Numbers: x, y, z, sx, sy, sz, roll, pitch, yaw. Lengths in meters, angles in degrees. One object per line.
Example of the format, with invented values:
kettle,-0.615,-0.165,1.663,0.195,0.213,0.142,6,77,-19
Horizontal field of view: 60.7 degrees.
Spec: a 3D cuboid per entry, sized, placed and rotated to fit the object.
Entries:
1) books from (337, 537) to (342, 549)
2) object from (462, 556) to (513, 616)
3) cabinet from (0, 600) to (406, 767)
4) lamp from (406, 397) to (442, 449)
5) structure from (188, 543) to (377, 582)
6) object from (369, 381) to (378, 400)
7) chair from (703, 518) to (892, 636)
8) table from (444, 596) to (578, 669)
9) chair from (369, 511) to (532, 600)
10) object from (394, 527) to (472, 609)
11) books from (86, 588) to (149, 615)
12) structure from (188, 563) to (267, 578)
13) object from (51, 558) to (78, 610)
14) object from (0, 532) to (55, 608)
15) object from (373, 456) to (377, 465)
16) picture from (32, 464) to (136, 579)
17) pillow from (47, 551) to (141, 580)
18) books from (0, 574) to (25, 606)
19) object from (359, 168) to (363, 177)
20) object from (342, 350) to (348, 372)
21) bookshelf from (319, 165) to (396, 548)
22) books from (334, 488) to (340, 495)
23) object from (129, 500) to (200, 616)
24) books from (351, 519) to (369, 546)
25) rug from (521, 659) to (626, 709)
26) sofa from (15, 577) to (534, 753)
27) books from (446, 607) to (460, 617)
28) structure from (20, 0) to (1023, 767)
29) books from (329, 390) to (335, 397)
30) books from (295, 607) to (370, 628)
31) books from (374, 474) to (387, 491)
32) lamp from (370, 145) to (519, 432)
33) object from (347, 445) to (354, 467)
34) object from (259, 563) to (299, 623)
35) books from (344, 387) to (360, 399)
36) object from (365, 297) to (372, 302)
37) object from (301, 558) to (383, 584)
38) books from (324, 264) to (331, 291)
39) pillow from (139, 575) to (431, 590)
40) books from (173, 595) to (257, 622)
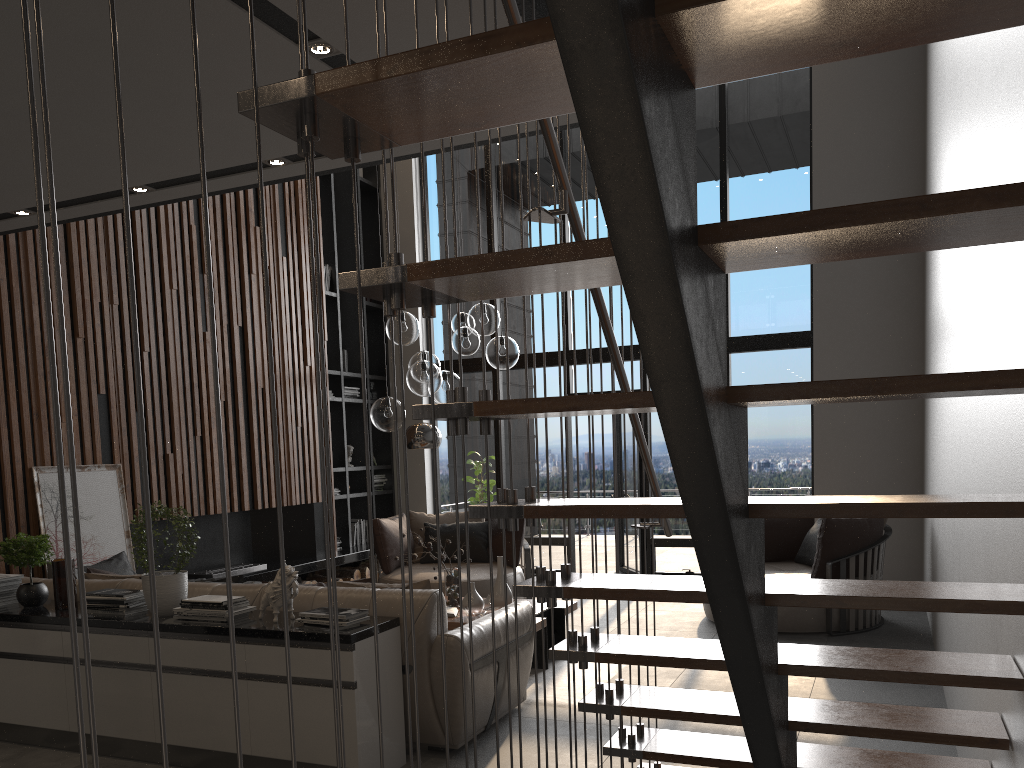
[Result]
books,-2.002,1.712,9.358,0.219,0.128,0.337,-3,-3,23
object,-0.151,1.356,5.883,0.316,0.402,0.317,-1,2,42
cabinet,-3.437,0.088,1.868,3.625,3.267,6.174,-2,-2,23
lamp,-0.745,0.946,8.293,0.320,2.354,2.022,-2,1,-1
structure,-2.653,1.885,7.447,0.668,0.461,6.504,-3,-4,23
object,-1.623,0.080,10.098,0.059,0.235,0.187,0,2,26
chair,2.319,1.473,7.178,1.446,0.907,1.474,-3,-2,40
table,-0.367,1.762,6.179,1.455,0.358,0.893,-4,-3,23
chair,-0.574,1.645,8.125,1.438,0.907,1.482,-1,-2,-40
object,-0.560,1.295,6.210,0.542,0.609,0.315,-2,3,-6
books,-2.035,1.117,4.481,0.326,0.100,0.204,-4,-3,23
structure,-2.550,1.687,7.851,0.300,0.104,0.708,-3,-4,23
object,-2.364,1.056,4.626,0.109,0.270,0.108,0,4,29
object,-2.609,1.000,4.718,0.271,0.412,0.308,-3,2,-17
object,-1.681,0.814,10.179,0.131,0.283,0.250,-1,1,15
picture,-2.965,1.065,6.118,0.101,1.008,0.723,0,2,23
pillow,-2.436,1.373,5.507,0.758,0.551,1.385,-1,-3,-37
books,-2.931,1.155,4.917,0.333,0.152,0.198,-3,-1,24
object,-1.765,-2.402,9.905,0.083,0.263,0.133,1,4,33
object,-1.870,-0.239,9.640,0.104,0.262,0.103,-2,4,3
bookshelf,-1.900,-0.868,9.576,0.338,5.368,1.441,0,5,23
books,-1.998,1.149,9.301,0.219,0.078,0.321,-3,-4,23
object,-1.726,0.860,4.338,0.385,0.582,0.213,-2,4,4
books,-1.775,1.666,9.860,0.174,0.289,0.331,-1,0,23
rug,-0.382,1.927,6.065,2.302,0.020,1.601,-4,-5,23
sofa,-1.354,1.508,5.469,3.249,0.825,1.868,-4,-3,23
books,-0.535,1.556,5.966,0.342,0.040,0.231,-2,-4,1
structure,0.240,-1.411,1.309,1.179,6.108,3.565,0,3,23
books,-2.050,0.109,9.235,0.327,0.072,0.174,-4,-3,23
books,-0.808,1.058,3.971,0.294,0.055,0.183,-4,-4,27
books,-1.641,1.148,10.184,0.218,0.192,0.372,-2,-2,23
lamp,-0.531,-2.188,5.855,1.232,5.047,1.216,0,5,20
object,-1.834,0.803,9.724,0.137,0.247,0.136,-3,3,-26
object,-1.094,0.964,4.089,0.207,0.293,0.135,0,4,42
books,-1.850,0.108,9.674,0.219,0.129,0.321,-3,-3,23
object,-1.673,-1.021,10.079,0.102,0.232,0.100,-1,3,8
object,-2.023,2.006,8.473,0.436,0.392,4.021,-2,-4,24
books,-2.064,-1.109,9.140,0.186,0.302,0.365,-1,0,23
pillow,-1.203,1.275,4.863,1.944,0.504,0.539,-4,-1,22
books,-1.435,1.081,4.220,0.348,0.101,0.193,-4,-3,23
